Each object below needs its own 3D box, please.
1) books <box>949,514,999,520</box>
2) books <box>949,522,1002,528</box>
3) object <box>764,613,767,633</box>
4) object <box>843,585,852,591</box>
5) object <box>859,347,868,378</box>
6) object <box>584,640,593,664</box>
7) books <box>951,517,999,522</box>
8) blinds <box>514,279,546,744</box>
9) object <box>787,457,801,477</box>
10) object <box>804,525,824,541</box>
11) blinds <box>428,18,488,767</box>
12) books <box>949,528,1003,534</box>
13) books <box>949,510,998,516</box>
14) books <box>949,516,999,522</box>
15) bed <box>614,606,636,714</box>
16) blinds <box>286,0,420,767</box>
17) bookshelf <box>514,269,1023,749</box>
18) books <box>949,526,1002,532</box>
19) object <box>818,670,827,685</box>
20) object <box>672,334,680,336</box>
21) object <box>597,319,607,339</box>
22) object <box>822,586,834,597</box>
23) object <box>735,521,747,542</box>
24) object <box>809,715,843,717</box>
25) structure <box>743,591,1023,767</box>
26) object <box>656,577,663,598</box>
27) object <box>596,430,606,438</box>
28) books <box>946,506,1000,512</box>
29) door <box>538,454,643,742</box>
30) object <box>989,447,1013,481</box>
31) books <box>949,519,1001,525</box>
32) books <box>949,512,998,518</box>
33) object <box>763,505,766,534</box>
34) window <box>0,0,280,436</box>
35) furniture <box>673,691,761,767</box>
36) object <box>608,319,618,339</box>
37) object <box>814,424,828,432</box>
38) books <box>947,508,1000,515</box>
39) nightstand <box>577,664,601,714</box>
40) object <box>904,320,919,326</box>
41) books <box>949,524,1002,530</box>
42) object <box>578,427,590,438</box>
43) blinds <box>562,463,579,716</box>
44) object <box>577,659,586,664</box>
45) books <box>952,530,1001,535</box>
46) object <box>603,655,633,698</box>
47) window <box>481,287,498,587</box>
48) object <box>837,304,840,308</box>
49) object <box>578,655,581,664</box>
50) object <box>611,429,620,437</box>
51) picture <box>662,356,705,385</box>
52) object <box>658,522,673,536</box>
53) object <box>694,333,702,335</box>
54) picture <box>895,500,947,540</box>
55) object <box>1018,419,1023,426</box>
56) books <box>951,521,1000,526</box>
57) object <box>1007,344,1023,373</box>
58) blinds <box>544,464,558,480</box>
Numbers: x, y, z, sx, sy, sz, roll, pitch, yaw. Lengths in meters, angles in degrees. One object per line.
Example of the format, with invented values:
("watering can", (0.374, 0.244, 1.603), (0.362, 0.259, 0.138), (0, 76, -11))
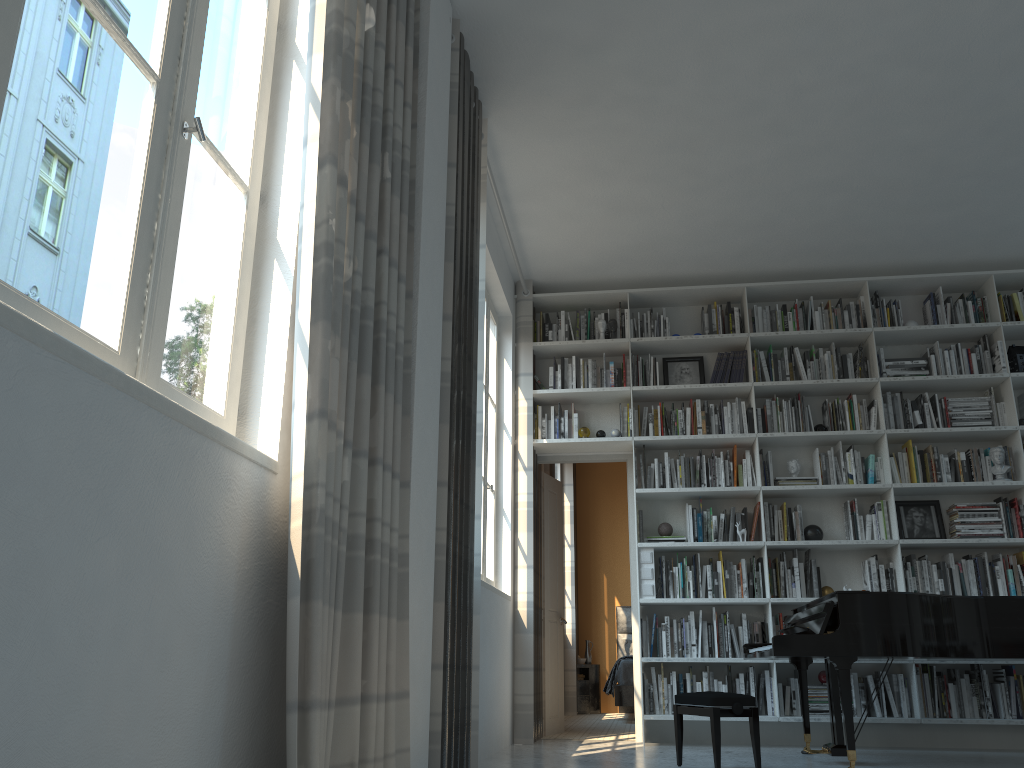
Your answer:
("books", (3.075, 0.884, 5.909), (0.254, 0.012, 0.161), (-1, -18, 4))
("books", (3.074, 0.941, 5.888), (0.285, 0.012, 0.160), (-4, -18, 12))
("object", (1.688, 1.675, 5.895), (0.017, 0.289, 0.089), (-2, -18, 8))
("object", (2.202, 1.363, 5.810), (0.060, 0.094, 0.078), (-8, -19, 24))
("object", (2.451, -0.138, 6.176), (0.075, 0.254, 0.075), (4, -18, -12))
("object", (0.866, 3.045, 10.070), (0.091, 0.267, 0.091), (13, -21, -34))
("books", (3.075, 0.908, 5.903), (0.254, 0.012, 0.161), (-3, -18, 11))
("blinds", (0.131, 0.875, 6.485), (0.140, 3.219, 0.779), (-2, -18, 8))
("object", (1.962, 0.588, 6.170), (0.095, 0.156, 0.121), (-6, -19, 21))
("object", (2.038, 1.019, 6.001), (0.134, 0.135, 0.134), (12, -21, -31))
("blinds", (-0.254, 0.017, 3.845), (0.140, 3.219, 0.779), (-2, -18, 8))
("books", (3.076, 0.979, 5.889), (0.285, 0.012, 0.160), (-2, -18, 8))
("books", (3.075, 0.861, 5.916), (0.254, 0.012, 0.161), (-1, -18, 4))
("books", (3.075, 0.897, 5.907), (0.254, 0.012, 0.161), (-1, -18, 5))
("bed", (1.937, 2.794, 9.041), (1.770, 1.176, 2.181), (-2, -18, 8))
("blinds", (-0.434, -0.411, 2.591), (0.183, 3.249, 1.029), (-2, -18, 7))
("bookshelf", (3.144, 0.766, 5.873), (6.297, 3.131, 0.331), (-2, -18, 8))
("books", (3.075, 0.967, 5.890), (0.285, 0.012, 0.160), (-2, -18, 9))
("object", (2.016, 1.891, 5.713), (0.086, 0.087, 0.086), (5, -18, -14))
("object", (1.209, -0.326, 6.532), (0.082, 0.083, 0.083), (5, -18, -14))
("object", (0.661, -0.383, 6.513), (0.068, 0.197, 0.067), (14, -22, -37))
("object", (2.092, 1.388, 5.888), (0.091, 0.091, 0.091), (5, -18, -14))
("object", (1.533, 0.993, 5.937), (0.081, 0.139, 0.044), (3, -18, -8))
("object", (2.022, 2.122, 5.677), (0.254, 0.007, 0.161), (-3, -18, 11))
("structure", (2.272, 1.550, 4.634), (1.918, 0.830, 1.339), (-2, -18, 8))
("object", (0.982, 1.366, 5.922), (0.045, 0.146, 0.045), (16, -23, -41))
("object", (0.643, 0.369, 6.416), (0.071, 0.072, 0.072), (5, -18, -14))
("books", (3.075, 0.837, 5.920), (0.285, 0.012, 0.160), (-1, -18, 3))
("door", (0.523, 1.590, 6.653), (0.834, 1.974, 0.789), (-2, -18, 8))
("object", (3.213, 0.539, 5.854), (0.137, 0.243, 0.138), (9, -19, -25))
("books", (3.075, 0.918, 5.895), (0.285, 0.012, 0.160), (-4, -18, 12))
("books", (3.075, 0.873, 5.914), (0.254, 0.012, 0.161), (-1, -18, 5))
("object", (1.726, 0.978, 6.099), (0.012, 0.269, 0.131), (-2, -18, 8))
("window", (-15.018, -4.590, 14.624), (32.808, 18.473, 18.595), (-3, -18, 11))
("furniture", (0.976, 1.659, 4.251), (0.240, 0.352, 0.468), (6, -18, -16))
("object", (0.741, -0.386, 6.502), (0.068, 0.197, 0.067), (14, -22, -37))
("object", (2.149, 0.327, 6.182), (0.097, 0.098, 0.097), (12, -21, -31))
("books", (3.076, 0.851, 5.924), (0.285, 0.012, 0.160), (-3, -18, 10))
("nightstand", (0.669, 3.418, 9.958), (0.650, 0.516, 0.432), (-3, -18, 10))
("object", (2.836, -0.400, 6.305), (0.105, 0.105, 0.105), (5, -18, -14))
("books", (3.075, 0.955, 5.891), (0.285, 0.012, 0.160), (-3, -18, 10))
("object", (0.522, 0.351, 6.388), (0.087, 0.087, 0.087), (12, -21, -31))
("blinds", (0.680, 2.095, 10.239), (0.140, 3.219, 0.779), (-2, -18, 8))
("object", (0.775, 3.115, 9.956), (0.118, 0.061, 0.118), (-4, -18, 15))
("books", (3.074, 0.986, 5.875), (0.254, 0.012, 0.161), (-1, -18, 3))
("object", (1.674, 2.892, 8.996), (1.481, 0.538, 1.456), (-2, -18, 7))
("window", (-0.233, 0.158, 5.231), (0.073, 2.002, 1.990), (-2, -18, 8))
("object", (2.370, -0.436, 6.433), (0.010, 0.246, 0.158), (-2, -18, 8))
("object", (0.729, 3.132, 10.079), (0.106, 0.103, 0.106), (-4, -18, 15))
("object", (0.745, 0.358, 6.383), (0.071, 0.072, 0.072), (5, -18, -14))
("picture", (1.266, -0.064, 6.530), (0.300, 0.298, 0.078), (-2, -18, 8))
("object", (1.063, 1.013, 6.147), (0.105, 0.106, 0.105), (5, -18, -14))
("object", (1.364, -0.332, 6.511), (0.082, 0.083, 0.083), (5, -18, -14))
("picture", (2.756, 0.933, 5.998), (0.300, 0.298, 0.078), (-2, -18, 8))
("object", (3.424, 0.268, 5.945), (0.071, 0.072, 0.071), (12, -21, -31))
("books", (3.075, 0.930, 5.892), (0.254, 0.012, 0.161), (-1, -18, 3))
("object", (3.500, -0.154, 6.097), (0.135, 0.247, 0.136), (1, -18, -2))
("blinds", (0.294, 1.237, 7.599), (0.140, 3.219, 0.779), (-2, -18, 8))
